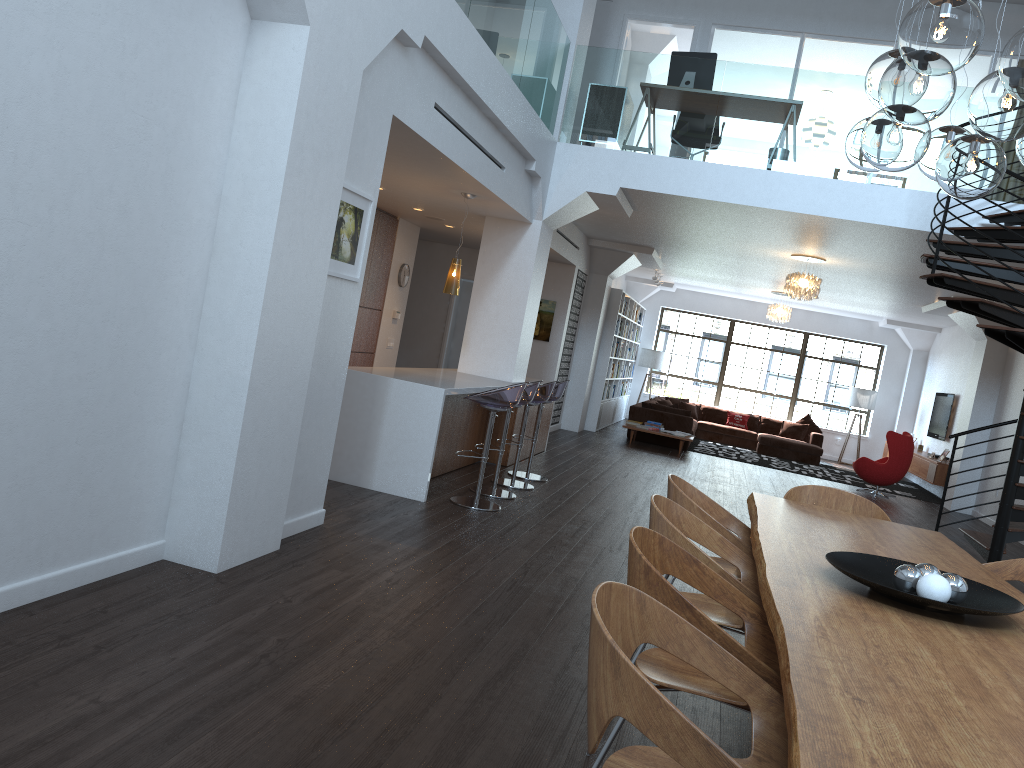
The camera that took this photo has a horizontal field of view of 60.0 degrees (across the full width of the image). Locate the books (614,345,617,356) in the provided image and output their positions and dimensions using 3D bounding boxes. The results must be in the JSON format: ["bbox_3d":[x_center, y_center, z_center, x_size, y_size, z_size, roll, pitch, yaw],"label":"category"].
[{"bbox_3d":[1.738,-0.593,15.558,0.161,0.223,0.027,11,3,13],"label":"books"}]

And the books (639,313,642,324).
[{"bbox_3d":[2.597,-1.379,18.552,0.183,0.253,0.042,11,3,13],"label":"books"}]

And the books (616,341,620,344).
[{"bbox_3d":[1.823,-0.631,15.914,0.176,0.294,0.102,11,3,13],"label":"books"}]

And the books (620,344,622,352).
[{"bbox_3d":[1.904,-0.619,16.291,0.183,0.253,0.042,11,3,13],"label":"books"}]

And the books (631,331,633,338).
[{"bbox_3d":[2.333,-0.976,17.760,0.136,0.196,0.045,11,3,13],"label":"books"}]

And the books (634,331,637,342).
[{"bbox_3d":[2.455,-1.007,18.221,0.183,0.253,0.034,11,3,13],"label":"books"}]

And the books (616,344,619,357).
[{"bbox_3d":[1.792,-0.604,15.781,0.174,0.239,0.045,11,3,13],"label":"books"}]

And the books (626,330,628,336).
[{"bbox_3d":[2.090,-0.990,16.698,0.159,0.250,0.026,11,3,13],"label":"books"}]

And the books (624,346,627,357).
[{"bbox_3d":[2.104,-0.622,17.109,0.171,0.246,0.036,11,3,13],"label":"books"}]

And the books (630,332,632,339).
[{"bbox_3d":[2.305,-0.969,17.662,0.134,0.184,0.030,11,3,13],"label":"books"}]

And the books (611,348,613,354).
[{"bbox_3d":[1.653,-0.557,15.140,0.107,0.167,0.017,11,3,13],"label":"books"}]

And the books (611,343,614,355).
[{"bbox_3d":[1.651,-0.592,15.176,0.140,0.231,0.042,11,3,13],"label":"books"}]

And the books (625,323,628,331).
[{"bbox_3d":[2.053,-1.010,16.568,0.176,0.290,0.053,11,3,13],"label":"books"}]

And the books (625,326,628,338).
[{"bbox_3d":[2.063,-1.008,16.629,0.197,0.283,0.065,11,3,13],"label":"books"}]

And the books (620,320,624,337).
[{"bbox_3d":[1.896,-1.003,15.918,0.176,0.291,0.053,11,3,13],"label":"books"}]

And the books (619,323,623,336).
[{"bbox_3d":[1.854,-0.976,15.758,0.174,0.240,0.054,11,3,13],"label":"books"}]

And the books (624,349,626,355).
[{"bbox_3d":[2.070,-0.622,16.939,0.174,0.251,0.051,11,3,13],"label":"books"}]

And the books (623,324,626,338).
[{"bbox_3d":[1.980,-0.987,16.251,0.182,0.253,0.034,11,3,13],"label":"books"}]

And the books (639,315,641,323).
[{"bbox_3d":[2.586,-1.379,18.510,0.183,0.253,0.042,11,3,13],"label":"books"}]

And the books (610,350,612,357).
[{"bbox_3d":[1.635,-0.557,15.092,0.120,0.167,0.020,11,3,13],"label":"books"}]

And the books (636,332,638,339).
[{"bbox_3d":[2.524,-1.013,18.557,0.183,0.253,0.034,11,3,13],"label":"books"}]

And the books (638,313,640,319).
[{"bbox_3d":[2.509,-1.357,18.137,0.161,0.223,0.032,11,3,13],"label":"books"}]

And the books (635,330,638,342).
[{"bbox_3d":[2.495,-1.008,18.378,0.183,0.253,0.034,11,3,13],"label":"books"}]

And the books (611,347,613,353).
[{"bbox_3d":[1.647,-0.554,15.116,0.106,0.162,0.032,11,3,13],"label":"books"}]

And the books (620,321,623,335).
[{"bbox_3d":[1.867,-1.002,15.872,0.198,0.284,0.049,11,3,13],"label":"books"}]

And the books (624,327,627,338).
[{"bbox_3d":[2.036,-0.983,16.494,0.174,0.239,0.045,11,3,13],"label":"books"}]

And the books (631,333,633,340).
[{"bbox_3d":[2.344,-0.973,17.799,0.139,0.191,0.036,11,3,13],"label":"books"}]

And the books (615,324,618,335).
[{"bbox_3d":[1.697,-0.968,15.075,0.174,0.242,0.105,11,3,13],"label":"books"}]

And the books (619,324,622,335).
[{"bbox_3d":[1.839,-0.966,15.683,0.161,0.223,0.032,11,3,13],"label":"books"}]

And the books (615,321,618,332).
[{"bbox_3d":[1.681,-0.963,14.993,0.172,0.235,0.112,11,3,13],"label":"books"}]

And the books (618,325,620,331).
[{"bbox_3d":[1.783,-0.985,15.502,0.180,0.259,0.042,11,3,13],"label":"books"}]

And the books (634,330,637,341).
[{"bbox_3d":[2.444,-1.007,18.190,0.183,0.253,0.034,11,3,13],"label":"books"}]

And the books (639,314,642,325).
[{"bbox_3d":[2.617,-1.380,18.637,0.183,0.253,0.042,11,3,13],"label":"books"}]

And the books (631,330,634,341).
[{"bbox_3d":[2.361,-0.993,17.887,0.158,0.226,0.052,11,3,13],"label":"books"}]

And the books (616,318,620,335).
[{"bbox_3d":[1.728,-0.991,15.146,0.176,0.290,0.053,11,3,13],"label":"books"}]

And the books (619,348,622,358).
[{"bbox_3d":[1.939,-0.594,16.407,0.161,0.207,0.135,11,3,13],"label":"books"}]

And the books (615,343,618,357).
[{"bbox_3d":[1.769,-0.610,15.684,0.182,0.253,0.034,11,3,13],"label":"books"}]

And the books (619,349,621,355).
[{"bbox_3d":[1.886,-0.609,16.180,0.174,0.240,0.054,11,3,13],"label":"books"}]

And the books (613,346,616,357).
[{"bbox_3d":[1.708,-0.601,15.442,0.174,0.239,0.045,11,3,13],"label":"books"}]

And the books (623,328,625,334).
[{"bbox_3d":[1.945,-0.984,16.081,0.182,0.253,0.034,11,3,13],"label":"books"}]

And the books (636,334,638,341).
[{"bbox_3d":[2.549,-0.997,18.627,0.161,0.223,0.026,11,3,13],"label":"books"}]

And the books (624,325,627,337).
[{"bbox_3d":[2.021,-0.986,16.445,0.170,0.245,0.057,11,3,13],"label":"books"}]

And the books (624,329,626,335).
[{"bbox_3d":[2.010,-0.973,16.378,0.161,0.223,0.027,11,3,13],"label":"books"}]

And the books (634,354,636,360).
[{"bbox_3d":[2.572,-0.626,19.035,0.182,0.215,0.188,11,3,13],"label":"books"}]

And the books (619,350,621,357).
[{"bbox_3d":[1.907,-0.601,16.253,0.161,0.223,0.032,11,3,13],"label":"books"}]

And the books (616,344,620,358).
[{"bbox_3d":[1.815,-0.610,15.851,0.182,0.253,0.034,11,3,13],"label":"books"}]

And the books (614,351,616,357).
[{"bbox_3d":[1.742,-0.594,15.584,0.161,0.223,0.026,11,3,13],"label":"books"}]

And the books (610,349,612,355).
[{"bbox_3d":[1.627,-0.550,15.055,0.110,0.153,0.019,11,3,13],"label":"books"}]

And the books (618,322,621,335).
[{"bbox_3d":[1.805,-0.978,15.578,0.171,0.246,0.039,11,3,13],"label":"books"}]

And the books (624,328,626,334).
[{"bbox_3d":[2.001,-0.973,16.352,0.161,0.223,0.026,11,3,13],"label":"books"}]

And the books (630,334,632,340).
[{"bbox_3d":[2.317,-0.965,17.686,0.128,0.178,0.021,11,3,13],"label":"books"}]

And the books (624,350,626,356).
[{"bbox_3d":[2.088,-0.607,17.007,0.161,0.223,0.030,11,3,13],"label":"books"}]

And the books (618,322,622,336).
[{"bbox_3d":[1.819,-0.983,15.650,0.183,0.253,0.042,11,3,13],"label":"books"}]

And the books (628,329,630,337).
[{"bbox_3d":[2.189,-0.969,17.125,0.146,0.202,0.027,11,3,13],"label":"books"}]

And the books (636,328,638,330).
[{"bbox_3d":[2.498,-1.029,18.413,0.176,0.290,0.036,11,3,13],"label":"books"}]

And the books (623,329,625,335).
[{"bbox_3d":[1.957,-0.979,16.154,0.174,0.239,0.045,11,3,13],"label":"books"}]
